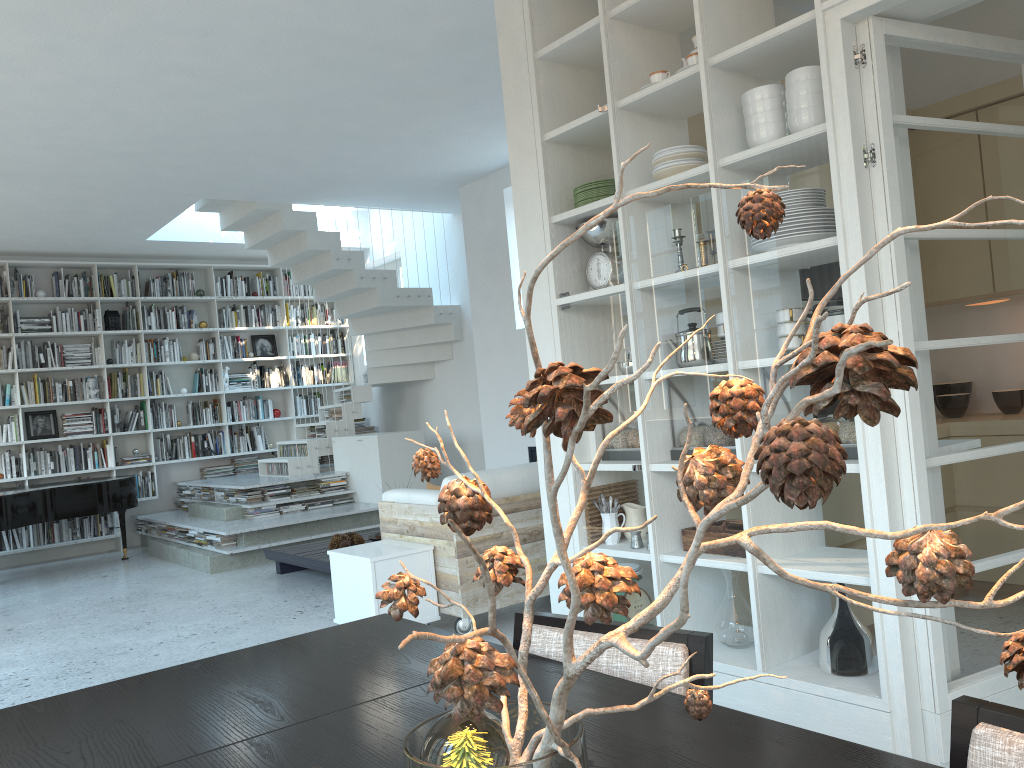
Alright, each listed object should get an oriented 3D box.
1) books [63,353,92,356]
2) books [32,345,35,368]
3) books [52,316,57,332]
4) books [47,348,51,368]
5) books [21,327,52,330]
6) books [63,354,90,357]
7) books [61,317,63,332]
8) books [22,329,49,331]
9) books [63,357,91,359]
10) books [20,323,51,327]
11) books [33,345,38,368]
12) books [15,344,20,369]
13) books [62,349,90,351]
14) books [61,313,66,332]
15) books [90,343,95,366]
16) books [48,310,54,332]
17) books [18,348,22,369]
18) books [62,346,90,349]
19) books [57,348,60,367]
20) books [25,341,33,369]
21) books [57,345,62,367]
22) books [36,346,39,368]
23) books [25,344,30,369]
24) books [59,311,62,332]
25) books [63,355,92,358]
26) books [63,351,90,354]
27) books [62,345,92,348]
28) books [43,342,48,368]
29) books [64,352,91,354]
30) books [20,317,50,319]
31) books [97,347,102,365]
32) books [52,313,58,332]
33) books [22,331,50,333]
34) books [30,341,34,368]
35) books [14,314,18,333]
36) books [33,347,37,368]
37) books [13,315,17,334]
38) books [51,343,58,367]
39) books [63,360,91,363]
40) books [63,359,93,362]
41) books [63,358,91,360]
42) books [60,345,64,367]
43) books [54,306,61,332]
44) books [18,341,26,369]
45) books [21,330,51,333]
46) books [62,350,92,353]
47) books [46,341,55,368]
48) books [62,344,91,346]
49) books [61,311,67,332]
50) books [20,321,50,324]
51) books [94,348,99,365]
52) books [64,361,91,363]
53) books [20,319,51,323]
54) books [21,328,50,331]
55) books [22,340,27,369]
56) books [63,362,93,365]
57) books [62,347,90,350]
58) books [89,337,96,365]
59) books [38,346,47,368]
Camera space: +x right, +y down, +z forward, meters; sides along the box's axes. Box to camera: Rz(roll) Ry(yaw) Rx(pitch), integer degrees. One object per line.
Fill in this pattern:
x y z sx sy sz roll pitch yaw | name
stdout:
-4.701 -0.313 9.560 0.285 0.012 0.159 -5 -1 -34 | books
-5.033 -0.273 9.306 0.011 0.252 0.153 -5 -1 -37 | books
-4.882 -0.621 9.434 0.025 0.187 0.193 -5 -1 -37 | books
-4.914 -0.265 9.391 0.024 0.216 0.148 -5 -1 -37 | books
-5.024 -0.582 9.337 0.285 0.012 0.159 -4 -1 -40 | books
-4.702 -0.301 9.563 0.254 0.012 0.161 -5 -1 -36 | books
-4.833 -0.633 9.492 0.011 0.204 0.133 -5 -1 -37 | books
-5.019 -0.558 9.333 0.254 0.012 0.161 -5 -1 -32 | books
-4.698 -0.277 9.562 0.254 0.012 0.161 -5 -1 -39 | books
-5.023 -0.612 9.334 0.285 0.024 0.159 -5 -1 -32 | books
-5.010 -0.274 9.319 0.014 0.250 0.173 -5 -1 -37 | books
-5.151 -0.271 9.213 0.026 0.267 0.171 -5 -1 -37 | books
-4.703 -0.362 9.557 0.254 0.012 0.161 -5 -1 -32 | books
-4.810 -0.641 9.492 0.027 0.216 0.190 -5 -1 -37 | books
-4.568 -0.311 9.645 0.012 0.254 0.161 -5 -1 -37 | books
-4.902 -0.652 9.427 0.012 0.254 0.161 -5 -1 -37 | books
-5.137 -0.252 9.241 0.027 0.228 0.147 -5 -1 -37 | books
-4.712 -0.387 9.566 0.254 0.012 0.161 -5 -1 -37 | books
-4.849 -0.270 9.446 0.024 0.216 0.132 -5 -1 -37 | books
-5.062 -0.292 9.291 0.029 0.295 0.151 -5 -1 -37 | books
-4.830 -0.286 9.451 0.015 0.245 0.183 -5 -1 -37 | books
-5.000 -0.269 9.327 0.011 0.239 0.147 -5 -1 -37 | books
-5.072 -0.277 9.261 0.025 0.266 0.185 -5 -1 -37 | books
-4.840 -0.649 9.473 0.021 0.237 0.171 -5 -1 -37 | books
-4.701 -0.289 9.564 0.285 0.012 0.159 -5 -1 -36 | books
-4.704 -0.338 9.562 0.254 0.012 0.161 -5 -1 -35 | books
-4.706 -0.400 9.557 0.285 0.012 0.159 -4 -1 -42 | books
-4.940 -0.297 9.383 0.022 0.285 0.131 -5 -1 -37 | books
-4.702 -0.326 9.560 0.254 0.012 0.161 -4 -1 -40 | books
-5.037 -0.684 9.344 0.285 0.024 0.159 -5 -1 -37 | books
-4.527 -0.290 9.698 0.030 0.205 0.158 -5 -1 -37 | books
-4.882 -0.638 9.472 0.024 0.223 0.128 -5 -1 -37 | books
-5.018 -0.534 9.335 0.254 0.012 0.161 -5 -1 -33 | books
-5.042 -0.296 9.297 0.011 0.300 0.179 -5 -1 -37 | books
-5.169 -0.613 9.230 0.013 0.218 0.141 -5 -1 -37 | books
-5.022 -0.264 9.313 0.014 0.233 0.147 -5 -1 -37 | books
-5.176 -0.604 9.207 0.027 0.201 0.167 -5 -1 -37 | books
-4.860 -0.296 9.420 0.021 0.269 0.191 -5 -1 -37 | books
-4.696 -0.241 9.563 0.254 0.012 0.161 -5 -1 -38 | books
-4.695 -0.253 9.560 0.285 0.012 0.159 -4 -1 -40 | books
-4.697 -0.265 9.562 0.254 0.012 0.161 -5 -1 -35 | books
-4.811 -0.289 9.450 0.013 0.247 0.176 -5 -1 -37 | books
-4.846 -0.672 9.451 0.011 0.284 0.190 -5 -1 -37 | books
-5.109 -0.290 9.243 0.026 0.297 0.179 -5 -1 -37 | books
-5.021 -0.546 9.337 0.285 0.012 0.159 -5 -1 -34 | books
-4.707 -0.349 9.564 0.285 0.012 0.159 -5 -1 -38 | books
-4.897 -0.303 9.410 0.049 0.291 0.162 -5 -1 -37 | books
-4.712 -0.412 9.562 0.285 0.012 0.159 -5 -1 -35 | books
-4.804 -0.655 9.513 0.012 0.244 0.131 -5 -1 -37 | books
-5.027 -0.636 9.336 0.254 0.025 0.161 -4 -1 -41 | books
-4.547 -0.285 9.675 0.029 0.198 0.172 -5 -1 -37 | books
-4.696 -0.229 9.565 0.254 0.012 0.161 -5 -1 -37 | books
-5.032 -0.661 9.340 0.285 0.024 0.159 -5 -1 -35 | books
-5.023 -0.570 9.337 0.254 0.012 0.161 -4 -1 -40 | books
-5.105 -0.297 9.270 0.014 0.313 0.133 -5 -1 -37 | books
-4.694 -0.217 9.564 0.285 0.012 0.159 -5 -1 -36 | books
-4.708 -0.375 9.562 0.254 0.012 0.161 -5 -1 -35 | books
-4.571 -0.343 9.665 0.012 0.319 0.140 -5 -1 -37 | books
-4.965 -0.271 9.346 0.066 0.236 0.154 -5 -1 -37 | books
